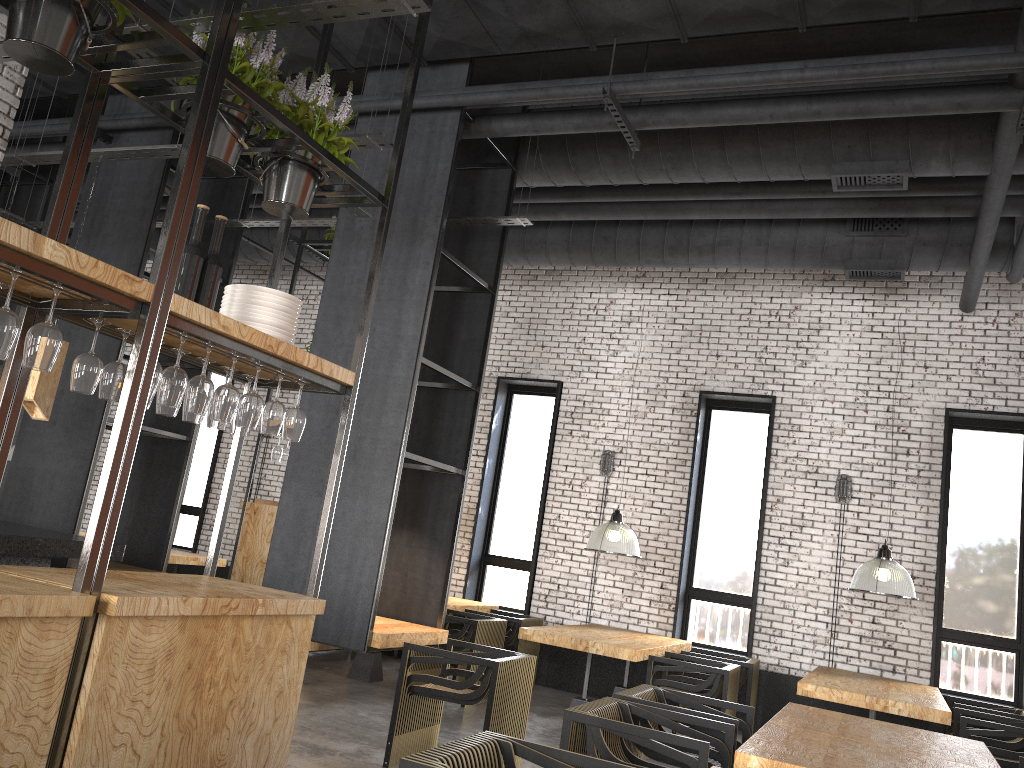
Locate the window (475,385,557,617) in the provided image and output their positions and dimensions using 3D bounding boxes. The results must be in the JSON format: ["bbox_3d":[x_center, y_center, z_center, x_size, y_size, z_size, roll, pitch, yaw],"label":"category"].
[{"bbox_3d":[0.071,1.321,10.364,0.749,2.709,0.363,4,-13,24],"label":"window"}]

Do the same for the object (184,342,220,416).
[{"bbox_3d":[-1.162,-0.019,3.330,0.101,0.268,0.100,11,-12,-12],"label":"object"}]

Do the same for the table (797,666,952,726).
[{"bbox_3d":[2.870,2.801,7.077,1.001,0.766,2.107,4,-12,24],"label":"table"}]

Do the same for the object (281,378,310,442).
[{"bbox_3d":[-0.936,0.115,3.855,0.101,0.268,0.100,11,-12,-12],"label":"object"}]

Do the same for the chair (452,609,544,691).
[{"bbox_3d":[-0.134,2.702,8.993,0.639,0.733,0.654,4,-12,22],"label":"chair"}]

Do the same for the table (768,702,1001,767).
[{"bbox_3d":[1.820,2.141,4.428,1.001,0.766,0.992,4,-12,24],"label":"table"}]

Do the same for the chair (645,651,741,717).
[{"bbox_3d":[1.445,2.611,7.169,0.639,0.733,0.654,4,-12,23],"label":"chair"}]

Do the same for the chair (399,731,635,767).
[{"bbox_3d":[0.026,1.555,2.713,0.639,0.733,0.654,4,-12,23],"label":"chair"}]

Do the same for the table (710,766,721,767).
[{"bbox_3d":[0.895,1.601,2.318,1.001,0.766,0.992,4,-12,24],"label":"table"}]

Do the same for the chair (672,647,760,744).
[{"bbox_3d":[1.871,2.849,8.084,0.639,0.733,0.654,5,-12,21],"label":"chair"}]

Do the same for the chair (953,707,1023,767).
[{"bbox_3d":[3.482,2.762,6.257,0.639,0.733,0.654,4,-12,24],"label":"chair"}]

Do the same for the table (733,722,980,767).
[{"bbox_3d":[1.436,1.913,3.534,1.001,0.766,0.992,4,-12,24],"label":"table"}]

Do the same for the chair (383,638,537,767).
[{"bbox_3d":[-0.306,2.026,5.515,0.639,0.733,0.654,4,-12,23],"label":"chair"}]

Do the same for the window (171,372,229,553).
[{"bbox_3d":[-4.285,0.999,12.314,0.749,2.709,0.363,4,-13,24],"label":"window"}]

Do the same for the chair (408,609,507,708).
[{"bbox_3d":[-0.515,2.468,8.057,0.639,0.733,0.654,4,-12,24],"label":"chair"}]

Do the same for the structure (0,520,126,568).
[{"bbox_3d":[-5.570,0.512,3.932,5.879,1.539,4.291,4,-12,24],"label":"structure"}]

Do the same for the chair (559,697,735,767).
[{"bbox_3d":[0.592,1.884,3.994,0.639,0.733,0.654,4,-12,24],"label":"chair"}]

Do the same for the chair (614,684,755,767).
[{"bbox_3d":[0.891,2.067,4.726,0.639,0.733,0.654,4,-12,23],"label":"chair"}]

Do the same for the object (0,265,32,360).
[{"bbox_3d":[-1.481,-0.208,2.588,0.101,0.268,0.100,0,-14,38],"label":"object"}]

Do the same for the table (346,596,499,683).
[{"bbox_3d":[-1.059,2.510,8.836,1.001,0.766,2.107,4,-12,24],"label":"table"}]

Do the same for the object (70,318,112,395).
[{"bbox_3d":[-1.525,-0.099,3.209,0.100,0.268,0.101,15,-13,-28],"label":"object"}]

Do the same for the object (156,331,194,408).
[{"bbox_3d":[-1.215,-0.050,3.206,0.100,0.268,0.101,15,-13,-28],"label":"object"}]

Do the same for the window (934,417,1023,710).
[{"bbox_3d":[4.464,1.647,8.397,0.749,2.709,0.363,4,-13,24],"label":"window"}]

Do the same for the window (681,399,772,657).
[{"bbox_3d":[2.277,1.485,9.376,0.749,2.709,0.363,4,-13,24],"label":"window"}]

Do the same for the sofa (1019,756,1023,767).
[{"bbox_3d":[2.565,2.134,3.671,0.640,0.733,1.798,4,-12,24],"label":"sofa"}]

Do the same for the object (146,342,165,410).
[{"bbox_3d":[-1.423,-0.038,3.446,0.101,0.268,0.100,11,-12,-12],"label":"object"}]

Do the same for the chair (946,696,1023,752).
[{"bbox_3d":[3.890,2.998,7.180,0.639,0.733,0.654,4,-12,23],"label":"chair"}]

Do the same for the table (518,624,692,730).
[{"bbox_3d":[0.865,2.652,7.974,1.001,0.766,2.107,4,-12,24],"label":"table"}]

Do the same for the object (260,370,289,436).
[{"bbox_3d":[-0.993,0.081,3.724,0.101,0.268,0.100,11,-12,-12],"label":"object"}]

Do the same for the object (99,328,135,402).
[{"bbox_3d":[-1.476,-0.070,3.323,0.100,0.268,0.101,15,-13,-28],"label":"object"}]

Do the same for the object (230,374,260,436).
[{"bbox_3d":[-1.197,0.095,3.972,0.101,0.268,0.100,11,-12,-12],"label":"object"}]

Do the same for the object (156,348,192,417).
[{"bbox_3d":[-1.367,-0.005,3.578,0.101,0.268,0.100,11,-12,-12],"label":"object"}]

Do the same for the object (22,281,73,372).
[{"bbox_3d":[-1.424,-0.174,2.720,0.101,0.268,0.100,0,-14,38],"label":"object"}]

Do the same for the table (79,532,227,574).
[{"bbox_3d":[-5.425,2.142,10.553,4.137,0.766,0.996,4,-12,24],"label":"table"}]

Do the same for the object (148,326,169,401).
[{"bbox_3d":[-1.264,-0.079,3.092,0.100,0.268,0.101,15,-13,-28],"label":"object"}]

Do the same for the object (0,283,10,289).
[{"bbox_3d":[-1.685,-0.193,2.836,0.101,0.268,0.100,0,-14,38],"label":"object"}]
